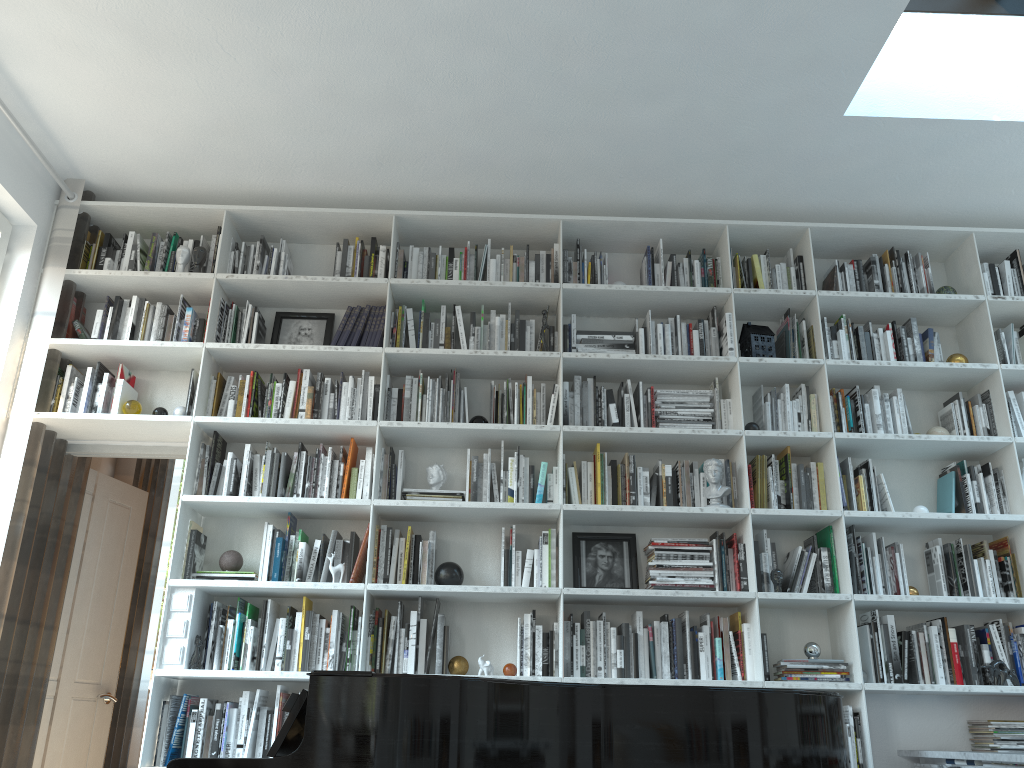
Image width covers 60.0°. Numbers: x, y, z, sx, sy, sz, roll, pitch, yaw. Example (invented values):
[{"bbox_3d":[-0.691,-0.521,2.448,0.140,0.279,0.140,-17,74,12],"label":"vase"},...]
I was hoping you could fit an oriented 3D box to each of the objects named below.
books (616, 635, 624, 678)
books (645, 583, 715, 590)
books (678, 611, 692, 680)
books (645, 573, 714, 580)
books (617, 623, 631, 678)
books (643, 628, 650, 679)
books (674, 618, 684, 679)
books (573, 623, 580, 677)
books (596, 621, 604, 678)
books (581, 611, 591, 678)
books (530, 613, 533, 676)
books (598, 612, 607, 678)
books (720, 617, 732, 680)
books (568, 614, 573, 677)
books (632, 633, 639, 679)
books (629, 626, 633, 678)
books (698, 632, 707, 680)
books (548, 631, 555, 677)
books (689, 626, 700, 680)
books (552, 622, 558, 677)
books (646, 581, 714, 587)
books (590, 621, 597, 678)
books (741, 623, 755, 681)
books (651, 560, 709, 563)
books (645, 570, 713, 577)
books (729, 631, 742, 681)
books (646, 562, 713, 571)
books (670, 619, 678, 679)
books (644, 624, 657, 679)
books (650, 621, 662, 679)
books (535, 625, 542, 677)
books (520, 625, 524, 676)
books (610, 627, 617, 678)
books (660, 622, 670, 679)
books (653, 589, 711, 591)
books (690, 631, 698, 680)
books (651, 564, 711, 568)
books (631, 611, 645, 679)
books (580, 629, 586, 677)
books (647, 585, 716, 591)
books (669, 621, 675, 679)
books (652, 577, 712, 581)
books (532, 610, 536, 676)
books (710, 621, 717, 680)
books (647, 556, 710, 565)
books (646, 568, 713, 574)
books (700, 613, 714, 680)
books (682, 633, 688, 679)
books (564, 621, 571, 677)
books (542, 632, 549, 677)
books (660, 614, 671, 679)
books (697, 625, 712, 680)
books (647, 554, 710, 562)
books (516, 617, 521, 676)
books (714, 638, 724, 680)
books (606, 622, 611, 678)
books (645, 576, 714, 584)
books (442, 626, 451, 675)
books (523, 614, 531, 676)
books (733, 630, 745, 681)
[{"bbox_3d":[0.464,1.207,3.891,0.029,0.183,0.175,1,-21,-1],"label":"books"},{"bbox_3d":[0.760,0.929,4.033,0.285,0.012,0.160,2,-22,-2],"label":"books"},{"bbox_3d":[0.766,1.167,3.929,0.012,0.295,0.178,1,-21,-1],"label":"books"},{"bbox_3d":[0.761,0.885,4.049,0.285,0.012,0.160,1,-22,0],"label":"books"},{"bbox_3d":[0.493,1.185,3.908,0.029,0.237,0.166,1,-21,-1],"label":"books"},{"bbox_3d":[0.582,1.203,3.925,0.025,0.219,0.140,1,-21,-1],"label":"books"},{"bbox_3d":[0.725,1.179,3.918,0.028,0.263,0.162,1,-21,-1],"label":"books"},{"bbox_3d":[0.277,1.181,3.902,0.027,0.233,0.168,1,-21,-1],"label":"books"},{"bbox_3d":[0.379,1.180,3.912,0.027,0.244,0.180,1,-21,-1],"label":"books"},{"bbox_3d":[0.328,1.166,3.941,0.027,0.289,0.141,1,-21,-1],"label":"books"},{"bbox_3d":[0.081,1.163,3.925,0.010,0.276,0.156,1,-21,-1],"label":"books"},{"bbox_3d":[0.399,1.162,3.916,0.013,0.281,0.167,1,-21,-1],"label":"books"},{"bbox_3d":[0.931,1.184,3.930,0.026,0.271,0.175,1,-21,-1],"label":"books"},{"bbox_3d":[0.258,1.165,3.919,0.011,0.274,0.146,1,-21,-1],"label":"books"},{"bbox_3d":[0.532,1.204,3.900,0.023,0.195,0.165,1,-21,-1],"label":"books"},{"bbox_3d":[0.514,1.193,3.917,0.013,0.229,0.139,1,-21,-1],"label":"books"},{"bbox_3d":[0.821,1.210,3.910,0.023,0.203,0.168,1,-21,-1],"label":"books"},{"bbox_3d":[0.171,1.198,3.908,0.024,0.200,0.159,1,-21,-1],"label":"books"},{"bbox_3d":[0.802,1.199,3.926,0.014,0.234,0.155,1,-21,-1],"label":"books"},{"bbox_3d":[0.192,1.190,3.940,0.019,0.241,0.108,1,-21,-1],"label":"books"},{"bbox_3d":[0.760,0.914,4.028,0.285,0.012,0.160,0,-22,4],"label":"books"},{"bbox_3d":[0.353,1.185,3.928,0.024,0.246,0.132,1,-21,-1],"label":"books"},{"bbox_3d":[1.025,1.193,3.913,0.033,0.245,0.177,1,-21,-1],"label":"books"},{"bbox_3d":[0.762,0.827,4.067,0.254,0.012,0.161,0,-22,2],"label":"books"},{"bbox_3d":[0.761,0.873,4.051,0.285,0.012,0.160,1,-22,1],"label":"books"},{"bbox_3d":[0.965,1.208,3.910,0.042,0.211,0.170,1,-21,-1],"label":"books"},{"bbox_3d":[0.762,0.837,4.058,0.285,0.012,0.160,0,-22,4],"label":"books"},{"bbox_3d":[0.706,1.182,3.924,0.010,0.260,0.182,1,-21,-1],"label":"books"},{"bbox_3d":[0.609,1.193,3.922,0.031,0.236,0.159,1,-21,-1],"label":"books"},{"bbox_3d":[0.636,1.191,3.940,0.025,0.253,0.137,1,-21,-1],"label":"books"},{"bbox_3d":[0.114,1.185,3.904,0.029,0.220,0.153,1,-21,-1],"label":"books"},{"bbox_3d":[0.041,1.187,3.919,0.015,0.224,0.148,1,-21,-1],"label":"books"},{"bbox_3d":[0.438,1.192,3.901,0.023,0.216,0.175,1,-21,-1],"label":"books"},{"bbox_3d":[0.663,1.186,3.913,0.026,0.244,0.192,1,-21,-1],"label":"books"},{"bbox_3d":[0.759,0.950,4.022,0.254,0.012,0.161,1,-22,1],"label":"books"},{"bbox_3d":[0.783,1.208,3.911,0.024,0.206,0.184,1,-21,-1],"label":"books"},{"bbox_3d":[0.762,0.848,4.054,0.254,0.012,0.161,3,-22,-6],"label":"books"},{"bbox_3d":[0.557,1.166,3.929,0.026,0.290,0.152,1,-21,-1],"label":"books"},{"bbox_3d":[0.302,1.198,3.910,0.024,0.207,0.170,1,-21,-1],"label":"books"},{"bbox_3d":[0.760,0.936,4.019,0.285,0.012,0.160,3,-22,-6],"label":"books"},{"bbox_3d":[0.695,1.191,3.932,0.011,0.250,0.159,1,-21,-1],"label":"books"},{"bbox_3d":[0.760,0.903,4.033,0.254,0.012,0.161,3,-22,-6],"label":"books"},{"bbox_3d":[0.093,1.155,3.924,0.014,0.289,0.132,1,-21,-1],"label":"books"},{"bbox_3d":[0.877,1.194,3.938,0.014,0.255,0.145,1,-21,-1],"label":"books"},{"bbox_3d":[0.762,0.816,4.071,0.254,0.012,0.161,3,-22,-4],"label":"books"},{"bbox_3d":[0.761,0.859,4.049,0.285,0.012,0.160,0,-22,4],"label":"books"},{"bbox_3d":[0.864,1.174,3.937,0.014,0.292,0.138,1,-21,-1],"label":"books"},{"bbox_3d":[0.748,1.214,3.921,0.021,0.202,0.129,1,-21,-1],"label":"books"},{"bbox_3d":[0.238,1.182,3.920,0.029,0.243,0.154,1,-21,-1],"label":"books"},{"bbox_3d":[0.143,1.206,3.918,0.031,0.194,0.142,1,-21,-1],"label":"books"},{"bbox_3d":[0.682,1.177,3.944,0.014,0.285,0.135,1,-21,-1],"label":"books"},{"bbox_3d":[0.845,1.196,3.916,0.023,0.233,0.175,1,-21,-1],"label":"books"},{"bbox_3d":[0.762,0.804,4.073,0.254,0.012,0.161,3,-22,-5],"label":"books"},{"bbox_3d":[0.028,1.171,3.916,0.012,0.253,0.161,1,-21,-1],"label":"books"},{"bbox_3d":[0.896,1.220,3.903,0.023,0.182,0.169,1,-21,-1],"label":"books"},{"bbox_3d":[0.416,1.187,3.926,0.021,0.243,0.142,1,-21,-1],"label":"books"},{"bbox_3d":[0.760,0.897,4.048,0.285,0.012,0.160,2,-22,-1],"label":"books"},{"bbox_3d":[-0.289,1.182,3.903,0.023,0.211,0.160,1,-21,-1],"label":"books"},{"bbox_3d":[0.063,1.161,3.910,0.027,0.268,0.159,1,-21,-1],"label":"books"},{"bbox_3d":[0.992,1.207,3.913,0.011,0.215,0.167,1,-21,-1],"label":"books"}]
